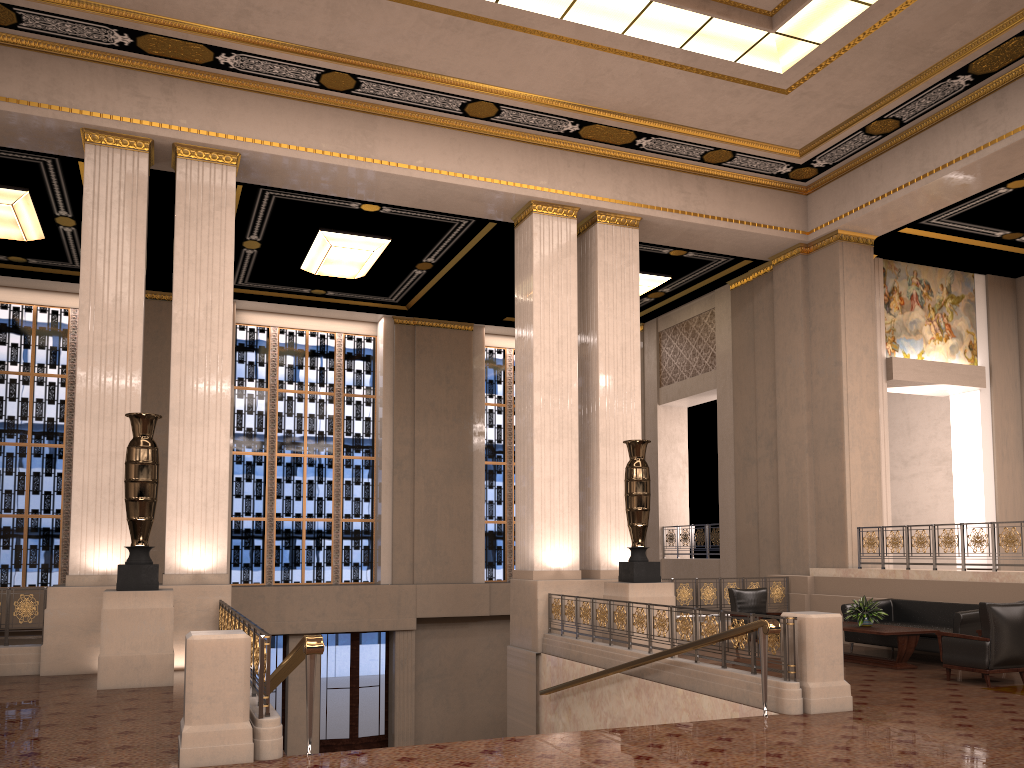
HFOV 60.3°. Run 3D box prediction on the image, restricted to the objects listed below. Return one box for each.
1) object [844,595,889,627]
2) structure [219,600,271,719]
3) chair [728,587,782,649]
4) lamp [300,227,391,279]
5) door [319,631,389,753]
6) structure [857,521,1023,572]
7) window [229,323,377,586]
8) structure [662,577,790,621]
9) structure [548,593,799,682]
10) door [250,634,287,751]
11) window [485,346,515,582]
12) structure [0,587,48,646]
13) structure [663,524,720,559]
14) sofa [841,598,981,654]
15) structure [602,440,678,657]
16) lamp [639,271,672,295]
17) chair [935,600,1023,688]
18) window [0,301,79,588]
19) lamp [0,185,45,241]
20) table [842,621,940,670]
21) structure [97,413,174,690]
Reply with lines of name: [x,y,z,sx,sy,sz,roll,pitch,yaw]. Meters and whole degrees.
object: [4.278,2.751,10.692,0.502,0.372,0.532,-2,-9,10]
structure: [-2.508,2.360,8.055,0.079,0.531,4.998,2,-11,-21]
chair: [3.440,3.244,12.166,0.649,0.836,0.724,3,-8,-27]
lamp: [-2.900,-2.175,15.173,1.169,0.212,2.041,4,-12,-21]
door: [-3.231,6.384,17.989,1.493,2.699,0.156,2,-5,-22]
structure: [5.868,2.124,11.479,0.032,0.617,3.740,2,-11,-22]
window: [-4.329,1.503,18.441,2.992,5.309,0.070,2,-5,-22]
structure: [3.206,3.284,13.461,2.539,0.648,0.032,4,-6,-22]
structure: [1.419,2.658,9.629,0.079,0.531,4.997,2,-11,-22]
door: [-5.169,6.237,17.212,1.493,2.699,0.156,2,-5,-22]
window: [0.569,1.874,20.405,2.992,5.309,0.070,2,-5,-22]
structure: [-6.484,2.550,9.576,2.539,0.648,0.032,4,-6,-22]
structure: [3.587,3.135,17.518,0.031,0.660,2.182,2,-10,-22]
sofa: [5.138,3.090,11.034,0.876,0.698,1.946,3,-11,-21]
structure: [1.631,2.122,11.392,0.701,2.763,0.706,2,-5,-22]
lamp: [2.064,-1.798,17.163,1.169,0.212,2.041,4,-12,-21]
chair: [4.863,2.640,9.041,0.648,0.836,0.725,3,-8,-22]
window: [-9.064,1.144,16.542,2.992,5.309,0.070,2,-5,-22]
lamp: [-7.780,-2.545,13.216,1.169,0.212,2.041,4,-12,-21]
table: [4.287,3.157,10.678,0.840,0.430,1.493,4,-11,-21]
structure: [-3.871,1.705,9.186,0.701,2.763,0.706,2,-5,-22]
